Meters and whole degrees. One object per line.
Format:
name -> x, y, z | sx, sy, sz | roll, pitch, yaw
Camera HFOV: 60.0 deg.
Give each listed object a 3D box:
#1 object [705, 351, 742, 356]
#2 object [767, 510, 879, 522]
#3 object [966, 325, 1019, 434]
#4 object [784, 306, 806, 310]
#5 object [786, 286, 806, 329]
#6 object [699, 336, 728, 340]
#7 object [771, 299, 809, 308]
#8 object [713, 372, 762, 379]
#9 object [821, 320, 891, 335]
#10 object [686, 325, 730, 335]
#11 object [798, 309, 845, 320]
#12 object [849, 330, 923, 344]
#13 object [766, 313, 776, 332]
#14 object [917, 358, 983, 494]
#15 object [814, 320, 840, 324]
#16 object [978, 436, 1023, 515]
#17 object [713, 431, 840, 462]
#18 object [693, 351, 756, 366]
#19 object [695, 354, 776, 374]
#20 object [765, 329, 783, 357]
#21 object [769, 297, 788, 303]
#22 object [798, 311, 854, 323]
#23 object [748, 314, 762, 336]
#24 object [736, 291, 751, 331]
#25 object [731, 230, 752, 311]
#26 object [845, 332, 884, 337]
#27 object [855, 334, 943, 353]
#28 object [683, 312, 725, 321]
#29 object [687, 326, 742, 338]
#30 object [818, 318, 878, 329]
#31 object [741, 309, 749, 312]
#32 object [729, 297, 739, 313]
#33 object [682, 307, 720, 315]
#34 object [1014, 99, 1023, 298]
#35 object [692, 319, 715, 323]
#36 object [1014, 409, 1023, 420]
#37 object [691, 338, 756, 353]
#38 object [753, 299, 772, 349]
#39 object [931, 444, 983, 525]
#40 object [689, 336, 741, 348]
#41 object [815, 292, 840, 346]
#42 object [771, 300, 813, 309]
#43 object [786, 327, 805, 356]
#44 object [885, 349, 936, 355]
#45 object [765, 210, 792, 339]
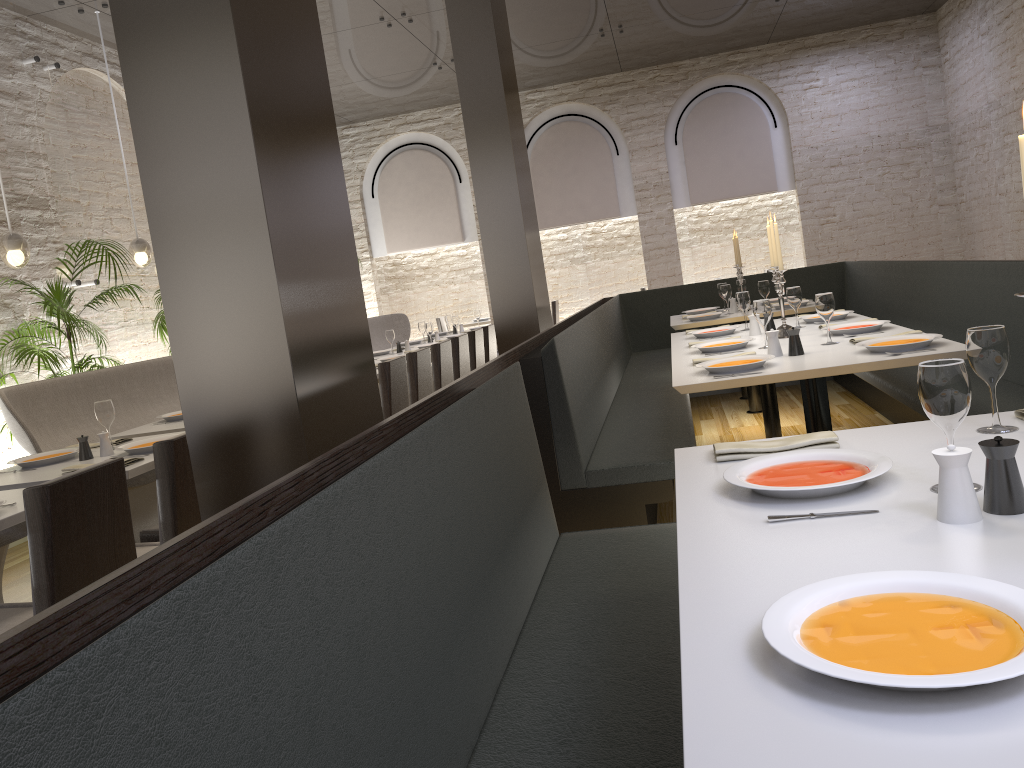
object -> 1.014, -0.148, 4.227 | 0.185, 0.010, 0.017 | -7, 6, 11
object -> 0.538, 0.225, 1.535 | 0.185, 0.010, 0.017 | -7, 6, 11
object -> 1.057, -0.011, 1.953 | 0.086, 0.230, 0.087 | -7, 5, 23
object -> 2.048, -0.556, 6.440 | 0.181, 0.015, 0.038 | -7, 6, 12
object -> 1.589, -0.429, 4.962 | 0.086, 0.230, 0.087 | -7, 5, 23
object -> 1.163, -0.265, 5.069 | 0.185, 0.010, 0.017 | -7, 6, 11
object -> 2.157, -0.623, 6.884 | 0.272, 0.033, 0.143 | -7, 6, 11
object -> 0.871, -0.036, 3.420 | 0.185, 0.010, 0.017 | -7, 6, 11
object -> 1.676, -0.270, 4.321 | 0.321, 0.036, 0.323 | -5, 7, 30
object -> 1.242, -0.343, 5.623 | 0.272, 0.033, 0.143 | -7, 6, 11
object -> 1.911, -0.430, 5.496 | 0.272, 0.033, 0.143 | -7, 6, 11
object -> 1.620, -0.201, 3.846 | 0.272, 0.033, 0.143 | -7, 6, 11
object -> 1.420, -0.337, 4.887 | 0.068, 0.126, 0.069 | -8, 5, 5
object -> 0.776, 0.074, 1.575 | 0.086, 0.230, 0.087 | -7, 5, 23
object -> 1.789, -0.352, 4.973 | 0.181, 0.015, 0.038 | -7, 6, 12
object -> 0.790, 0.146, 1.428 | 0.068, 0.126, 0.069 | -8, 5, 5
object -> 0.616, 0.142, 2.088 | 0.272, 0.033, 0.143 | -7, 6, 11
object -> 0.950, -0.114, 3.973 | 0.272, 0.033, 0.143 | -7, 6, 11
object -> 0.915, -0.077, 3.630 | 0.321, 0.036, 0.323 | -8, 6, 9
object -> 1.135, -0.177, 3.842 | 0.068, 0.126, 0.069 | -6, 5, 34
object -> 2.211, -0.690, 7.348 | 0.322, 0.036, 0.321 | -12, 7, -31
object -> 1.823, -0.385, 5.155 | 0.321, 0.036, 0.323 | -8, 6, 6
object -> 1.341, -0.327, 4.905 | 0.068, 0.126, 0.069 | -8, 5, 5
object -> 1.389, -0.435, 5.292 | 0.086, 0.230, 0.087 | -7, 5, 23
object -> 1.802, -0.910, 7.028 | 0.131, 0.655, 0.392 | -7, 5, 22
object -> 1.640, -0.235, 4.130 | 0.181, 0.015, 0.038 | -7, 6, 12
object -> 1.532, -0.157, 3.511 | 0.322, 0.036, 0.322 | -10, 6, -13
object -> 1.464, -0.508, 6.736 | 0.322, 0.036, 0.322 | -10, 6, -13
object -> 1.206, -0.305, 5.275 | 0.321, 0.036, 0.323 | -8, 6, 6
object -> 1.763, -0.313, 4.653 | 0.272, 0.033, 0.143 | -7, 6, 11
object -> 1.813, -0.624, 6.919 | 0.069, 0.126, 0.069 | -12, 6, -37
object -> 1.738, -0.617, 6.957 | 0.069, 0.126, 0.069 | -12, 6, -37
object -> 1.594, -0.610, 7.467 | 0.321, 0.036, 0.323 | -8, 6, 6
object -> 0.766, -0.096, 1.166 | 0.131, 0.655, 0.392 | -7, 5, 22
object -> 1.422, -0.469, 6.536 | 0.185, 0.010, 0.017 | -7, 6, 11
object -> 1.286, 0.055, 1.961 | 0.272, 0.033, 0.143 | -7, 6, 11
object -> 1.058, -0.190, 4.441 | 0.321, 0.036, 0.323 | -5, 7, 30
object -> 1.199, -0.286, 4.213 | 0.086, 0.230, 0.087 | -8, 4, 11
object -> 0.710, 0.159, 1.419 | 0.068, 0.126, 0.069 | -8, 5, 5
object -> 1.093, -0.226, 4.781 | 0.272, 0.033, 0.143 | -7, 6, 11
object -> 1.416, -0.293, 3.984 | 0.086, 0.230, 0.086 | -12, 5, -37
object -> 2.082, -0.588, 6.616 | 0.322, 0.036, 0.322 | -10, 6, -13
object -> 1.206, -0.181, 3.779 | 0.068, 0.126, 0.069 | -5, 6, 42
object -> 1.497, -0.123, 3.323 | 0.181, 0.015, 0.038 | -7, 6, 12
object -> 1.363, -0.564, 4.543 | 0.131, 0.655, 0.392 | -7, 5, 22
